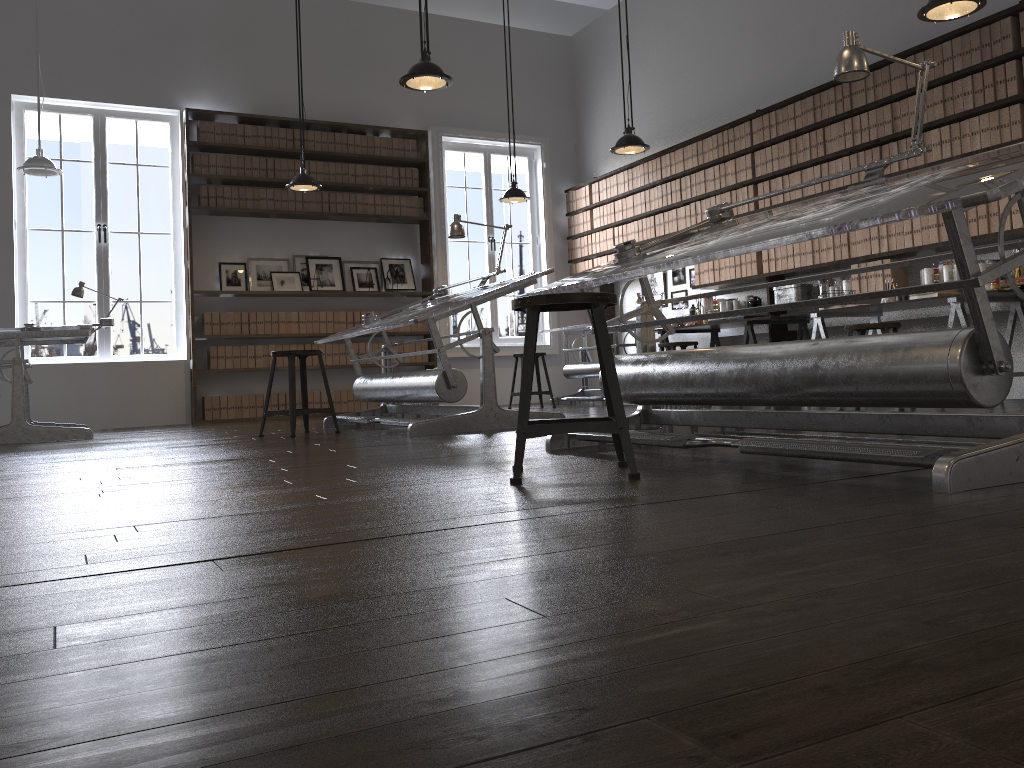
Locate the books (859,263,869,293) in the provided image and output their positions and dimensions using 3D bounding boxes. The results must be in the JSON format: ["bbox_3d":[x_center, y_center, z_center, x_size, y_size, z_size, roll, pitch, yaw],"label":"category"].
[{"bbox_3d":[2.661,-0.780,6.554,0.174,0.226,0.066,-2,-2,-27],"label":"books"}]

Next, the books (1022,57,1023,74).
[{"bbox_3d":[3.217,-1.891,5.421,0.174,0.226,0.066,-2,-2,-27],"label":"books"}]

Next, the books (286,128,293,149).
[{"bbox_3d":[-2.282,-2.466,9.015,0.067,0.226,0.174,-1,-2,-27],"label":"books"}]

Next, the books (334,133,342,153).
[{"bbox_3d":[-1.835,-2.488,9.243,0.067,0.226,0.174,-1,-2,-27],"label":"books"}]

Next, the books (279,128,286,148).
[{"bbox_3d":[-2.343,-2.463,8.979,0.067,0.226,0.174,-1,-2,-27],"label":"books"}]

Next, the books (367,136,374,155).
[{"bbox_3d":[-1.527,-2.503,9.403,0.067,0.226,0.174,-1,-2,-27],"label":"books"}]

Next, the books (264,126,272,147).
[{"bbox_3d":[-2.471,-2.457,8.917,0.067,0.226,0.174,-1,-2,-27],"label":"books"}]

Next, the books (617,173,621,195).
[{"bbox_3d":[1.202,-2.101,9.335,0.174,0.226,0.066,-2,-3,-27],"label":"books"}]

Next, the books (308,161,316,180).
[{"bbox_3d":[-2.068,-2.157,9.098,0.067,0.226,0.174,-1,-2,-27],"label":"books"}]

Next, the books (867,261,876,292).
[{"bbox_3d":[2.693,-0.782,6.491,0.174,0.226,0.066,-2,-2,-27],"label":"books"}]

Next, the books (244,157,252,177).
[{"bbox_3d":[-2.638,-2.130,8.809,0.067,0.226,0.174,-1,-2,-27],"label":"books"}]

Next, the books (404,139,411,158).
[{"bbox_3d":[-1.162,-2.520,9.592,0.067,0.226,0.174,-1,-2,-27],"label":"books"}]

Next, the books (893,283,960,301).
[{"bbox_3d":[2.690,-0.599,5.797,0.385,0.148,0.294,-3,0,-27],"label":"books"}]

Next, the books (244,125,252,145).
[{"bbox_3d":[-2.645,-2.449,8.825,0.067,0.226,0.174,-1,-2,-27],"label":"books"}]

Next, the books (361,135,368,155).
[{"bbox_3d":[-1.590,-2.500,9.373,0.067,0.226,0.174,-1,-2,-27],"label":"books"}]

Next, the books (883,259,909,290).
[{"bbox_3d":[2.759,-0.784,6.365,0.174,0.226,0.066,-2,-3,-27],"label":"books"}]

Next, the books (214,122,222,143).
[{"bbox_3d":[-2.896,-2.437,8.695,0.067,0.226,0.174,-1,-2,-27],"label":"books"}]

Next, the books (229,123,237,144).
[{"bbox_3d":[-2.773,-2.443,8.761,0.067,0.226,0.174,-1,-2,-27],"label":"books"}]

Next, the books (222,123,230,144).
[{"bbox_3d":[-2.836,-2.440,8.731,0.067,0.226,0.174,-1,-2,-27],"label":"books"}]

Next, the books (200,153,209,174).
[{"bbox_3d":[-3.003,-2.112,8.620,0.067,0.226,0.174,-1,-2,-27],"label":"books"}]

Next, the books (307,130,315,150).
[{"bbox_3d":[-2.088,-2.476,9.108,0.067,0.226,0.174,-1,-2,-27],"label":"books"}]

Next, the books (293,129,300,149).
[{"bbox_3d":[-2.213,-2.470,9.045,0.067,0.226,0.174,-1,-2,-27],"label":"books"}]

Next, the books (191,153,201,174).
[{"bbox_3d":[-3.066,-2.109,8.590,0.067,0.226,0.174,-1,-2,-27],"label":"books"}]

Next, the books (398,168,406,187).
[{"bbox_3d":[-1.206,-2.199,9.541,0.067,0.226,0.174,-1,-2,-27],"label":"books"}]

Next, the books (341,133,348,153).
[{"bbox_3d":[-1.777,-2.491,9.268,0.067,0.226,0.174,-1,-2,-27],"label":"books"}]

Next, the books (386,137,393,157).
[{"bbox_3d":[-1.344,-2.511,9.497,0.067,0.226,0.174,-1,-2,-27],"label":"books"}]

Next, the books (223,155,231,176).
[{"bbox_3d":[-2.820,-2.121,8.714,0.067,0.226,0.174,-1,-2,-27],"label":"books"}]

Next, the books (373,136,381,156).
[{"bbox_3d":[-1.463,-2.506,9.432,0.067,0.226,0.174,-1,-2,-27],"label":"books"}]

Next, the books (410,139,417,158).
[{"bbox_3d":[-1.097,-2.523,9.621,0.067,0.226,0.174,-1,-2,-27],"label":"books"}]

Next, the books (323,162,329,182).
[{"bbox_3d":[-1.949,-2.163,9.163,0.067,0.226,0.174,-1,-2,-27],"label":"books"}]

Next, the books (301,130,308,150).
[{"bbox_3d":[-2.150,-2.473,9.084,0.067,0.226,0.174,-1,-2,-27],"label":"books"}]

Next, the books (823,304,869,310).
[{"bbox_3d":[2.354,-0.530,6.066,0.256,0.029,0.354,-3,0,-27],"label":"books"}]

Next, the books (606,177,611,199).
[{"bbox_3d":[1.109,-2.098,9.518,0.174,0.226,0.066,-2,-3,-27],"label":"books"}]

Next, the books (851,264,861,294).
[{"bbox_3d":[2.625,-0.779,6.611,0.174,0.226,0.067,-2,-2,-27],"label":"books"}]

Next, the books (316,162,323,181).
[{"bbox_3d":[-2.004,-2.160,9.133,0.067,0.226,0.174,-1,-2,-27],"label":"books"}]

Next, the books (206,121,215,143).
[{"bbox_3d":[-2.959,-2.434,8.659,0.067,0.226,0.174,-1,-2,-27],"label":"books"}]

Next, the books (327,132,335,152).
[{"bbox_3d":[-1.902,-2.485,9.210,0.067,0.226,0.174,-1,-2,-27],"label":"books"}]

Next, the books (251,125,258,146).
[{"bbox_3d":[-2.590,-2.452,8.855,0.067,0.226,0.174,-1,-2,-27],"label":"books"}]

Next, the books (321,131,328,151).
[{"bbox_3d":[-1.965,-2.482,9.179,0.067,0.226,0.174,-1,-2,-27],"label":"books"}]

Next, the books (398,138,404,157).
[{"bbox_3d":[-1.225,-2.517,9.559,0.067,0.226,0.174,-1,-2,-27],"label":"books"}]

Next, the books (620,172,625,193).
[{"bbox_3d":[1.229,-2.102,9.279,0.174,0.226,0.066,-2,-3,-27],"label":"books"}]

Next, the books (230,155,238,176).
[{"bbox_3d":[-2.759,-2.124,8.741,0.067,0.226,0.174,-1,-2,-27],"label":"books"}]

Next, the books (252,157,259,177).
[{"bbox_3d":[-2.573,-2.133,8.838,0.067,0.226,0.174,-1,-2,-27],"label":"books"}]

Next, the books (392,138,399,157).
[{"bbox_3d":[-1.282,-2.514,9.523,0.067,0.226,0.174,-1,-2,-27],"label":"books"}]

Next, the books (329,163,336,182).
[{"bbox_3d":[-1.888,-2.166,9.189,0.067,0.226,0.174,-1,-2,-27],"label":"books"}]

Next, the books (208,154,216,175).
[{"bbox_3d":[-2.939,-2.115,8.649,0.067,0.226,0.174,-1,-2,-27],"label":"books"}]

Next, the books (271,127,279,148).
[{"bbox_3d":[-2.408,-2.460,8.950,0.067,0.226,0.174,-1,-2,-27],"label":"books"}]

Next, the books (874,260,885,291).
[{"bbox_3d":[2.722,-0.782,6.426,0.174,0.226,0.066,-2,-3,-27],"label":"books"}]

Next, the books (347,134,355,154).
[{"bbox_3d":[-1.713,-2.494,9.301,0.067,0.226,0.174,-1,-2,-27],"label":"books"}]

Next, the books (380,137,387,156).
[{"bbox_3d":[-1.399,-2.509,9.467,0.067,0.226,0.174,-1,-2,-27],"label":"books"}]

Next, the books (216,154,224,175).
[{"bbox_3d":[-2.875,-2.118,8.684,0.067,0.226,0.174,-1,-2,-27],"label":"books"}]

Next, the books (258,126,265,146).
[{"bbox_3d":[-2.528,-2.454,8.881,0.067,0.226,0.174,-1,-2,-27],"label":"books"}]

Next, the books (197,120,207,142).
[{"bbox_3d":[-3.023,-2.431,8.626,0.067,0.226,0.174,-1,-2,-27],"label":"books"}]

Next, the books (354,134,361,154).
[{"bbox_3d":[-1.650,-2.497,9.337,0.067,0.226,0.174,-1,-2,-27],"label":"books"}]

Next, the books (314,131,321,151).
[{"bbox_3d":[-2.025,-2.479,9.144,0.067,0.226,0.174,-1,-2,-27],"label":"books"}]

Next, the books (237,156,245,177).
[{"bbox_3d":[-2.701,-2.127,8.777,0.067,0.226,0.174,-1,-2,-27],"label":"books"}]

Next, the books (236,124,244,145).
[{"bbox_3d":[-2.708,-2.446,8.790,0.067,0.226,0.174,-1,-2,-27],"label":"books"}]
